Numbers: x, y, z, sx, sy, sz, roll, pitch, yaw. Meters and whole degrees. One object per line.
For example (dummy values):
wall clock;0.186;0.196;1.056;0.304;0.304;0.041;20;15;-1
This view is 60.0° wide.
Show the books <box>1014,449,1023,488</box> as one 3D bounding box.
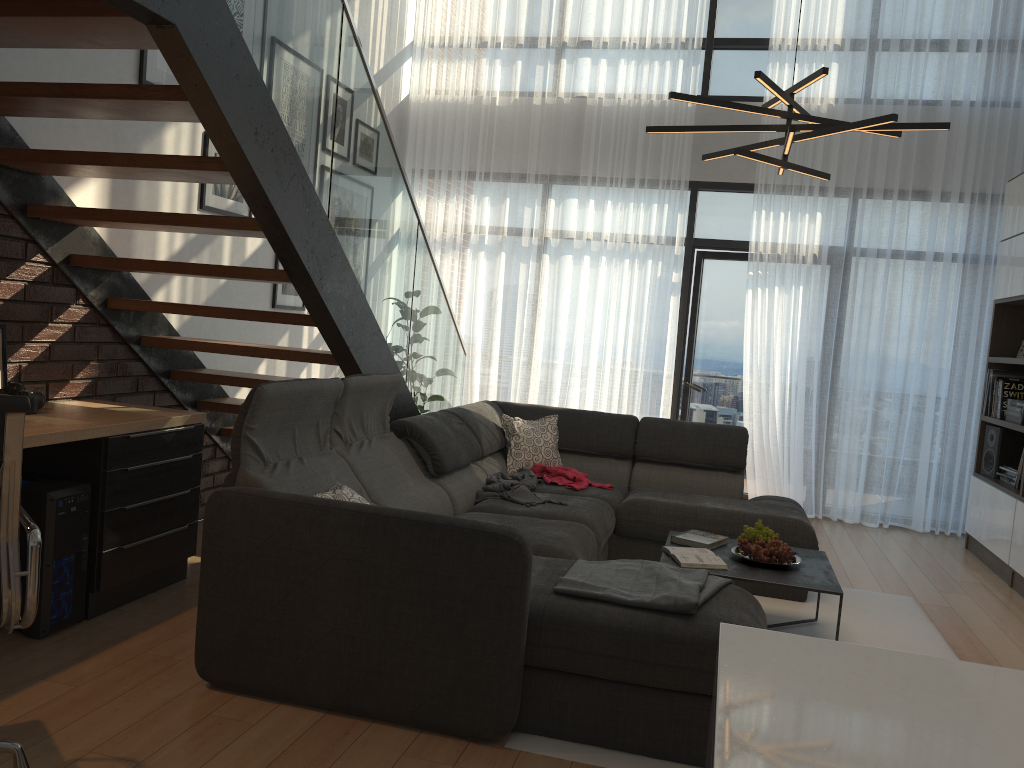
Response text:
books;3.177;0.503;5.328;0.232;0.284;0.142;6;4;14

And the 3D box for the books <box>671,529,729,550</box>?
books;0.848;0.702;3.999;0.179;0.029;0.225;8;5;37

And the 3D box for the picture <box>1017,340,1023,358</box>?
picture;3.430;-0.288;5.792;0.114;0.270;0.216;5;4;-5

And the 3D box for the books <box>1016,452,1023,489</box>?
books;3.147;0.500;5.282;0.210;0.289;0.100;6;4;13

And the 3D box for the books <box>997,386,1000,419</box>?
books;3.206;0.111;5.663;0.177;0.242;0.066;6;4;13

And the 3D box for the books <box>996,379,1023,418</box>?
books;3.221;0.105;5.690;0.193;0.255;0.066;6;4;13

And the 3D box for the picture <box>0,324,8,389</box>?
picture;-2.052;-0.066;3.398;0.049;0.329;0.279;6;4;14

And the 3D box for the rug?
rug;1.047;1.095;3.649;1.606;0.013;2.496;6;4;13

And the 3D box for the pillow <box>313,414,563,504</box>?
pillow;-0.222;0.407;4.123;0.386;0.364;2.734;6;4;17

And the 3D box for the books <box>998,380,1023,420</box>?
books;3.201;0.109;5.628;0.191;0.249;0.083;6;4;14

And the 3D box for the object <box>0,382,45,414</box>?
object;-1.890;0.050;3.456;0.149;0.119;0.166;6;4;11

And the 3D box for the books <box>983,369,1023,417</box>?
books;3.282;0.068;5.876;0.259;0.321;0.128;6;4;14

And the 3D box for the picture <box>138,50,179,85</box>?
picture;-1.633;-2.241;4.247;0.028;1.678;1.785;6;4;14

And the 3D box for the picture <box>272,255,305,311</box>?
picture;-1.426;-0.732;5.730;0.025;0.504;0.410;6;4;14

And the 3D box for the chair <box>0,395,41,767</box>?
chair;-1.506;0.484;2.066;0.651;0.991;0.700;2;5;-42

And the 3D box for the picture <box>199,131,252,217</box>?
picture;-1.577;-1.144;4.940;0.025;0.410;0.504;6;4;14

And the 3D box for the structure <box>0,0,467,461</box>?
structure;-1.519;-0.587;3.073;1.289;3.460;5.660;6;4;14

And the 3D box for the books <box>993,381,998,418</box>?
books;3.242;0.110;5.762;0.189;0.240;0.053;6;4;14

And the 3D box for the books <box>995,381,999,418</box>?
books;3.217;0.108;5.721;0.169;0.242;0.050;6;4;13

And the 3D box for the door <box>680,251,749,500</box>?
door;1.924;-0.045;7.048;1.118;1.976;0.206;7;4;24

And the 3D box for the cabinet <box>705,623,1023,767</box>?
cabinet;0.258;0.061;0.013;3.495;2.401;2.401;6;4;14

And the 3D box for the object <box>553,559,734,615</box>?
object;0.444;0.796;3.036;0.548;0.369;0.685;6;4;21

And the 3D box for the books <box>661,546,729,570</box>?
books;0.756;0.717;3.687;0.199;0.025;0.294;4;4;-7

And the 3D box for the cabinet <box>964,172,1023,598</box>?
cabinet;2.868;-0.018;4.010;0.338;2.494;4.036;6;4;14

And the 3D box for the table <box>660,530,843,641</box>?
table;0.991;0.904;3.798;0.700;0.323;0.700;6;4;14

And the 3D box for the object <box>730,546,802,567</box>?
object;1.077;0.738;3.770;0.295;0.026;0.295;5;4;7

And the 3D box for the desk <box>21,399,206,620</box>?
desk;-1.921;0.516;2.938;0.610;0.750;2.182;6;4;14

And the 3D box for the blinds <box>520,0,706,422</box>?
blinds;0.754;-1.950;6.916;1.374;5.581;0.218;6;4;11

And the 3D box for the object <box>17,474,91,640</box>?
object;-1.822;0.615;3.260;0.474;0.527;0.215;6;4;14

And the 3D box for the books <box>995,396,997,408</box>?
books;3.229;0.111;5.741;0.170;0.236;0.049;6;4;14

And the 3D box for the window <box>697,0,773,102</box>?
window;1.608;-3.430;6.872;4.808;2.500;0.119;6;4;14

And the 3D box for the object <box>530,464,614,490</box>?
object;0.274;0.509;4.941;0.323;0.077;0.536;2;5;-42

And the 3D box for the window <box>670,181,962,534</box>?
window;1.344;-0.347;7.069;4.808;2.501;0.119;6;4;14

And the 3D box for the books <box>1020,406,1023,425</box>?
books;3.080;0.133;5.175;0.172;0.242;0.069;6;4;15

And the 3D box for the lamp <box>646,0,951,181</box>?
lamp;1.278;-2.702;3.540;1.200;3.645;0.831;7;4;24

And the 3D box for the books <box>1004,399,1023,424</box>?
books;3.202;0.179;5.409;0.277;0.137;0.343;6;4;14

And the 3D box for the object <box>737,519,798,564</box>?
object;1.088;0.669;3.757;0.256;0.173;0.279;6;4;11

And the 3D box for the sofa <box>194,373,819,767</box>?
sofa;0.381;0.520;4.088;2.108;0.995;3.169;6;4;14

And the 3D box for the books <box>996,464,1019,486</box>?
books;3.186;0.581;5.563;0.204;0.099;0.325;6;4;14

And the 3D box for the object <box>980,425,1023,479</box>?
object;3.265;0.453;5.836;0.244;0.331;0.214;5;4;4

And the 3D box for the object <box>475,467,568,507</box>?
object;-0.008;0.534;4.588;0.411;0.118;0.905;4;4;-10

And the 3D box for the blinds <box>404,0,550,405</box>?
blinds;-0.300;-2.056;7.147;1.223;5.581;0.218;6;4;11

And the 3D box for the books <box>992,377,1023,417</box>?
books;3.254;0.094;5.791;0.202;0.268;0.053;6;4;13

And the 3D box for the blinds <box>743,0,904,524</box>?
blinds;2.303;-1.789;6.455;0.858;5.579;0.589;4;4;-10

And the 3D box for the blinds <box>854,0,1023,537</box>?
blinds;3.181;-1.704;6.324;1.163;5.581;0.218;6;4;11
